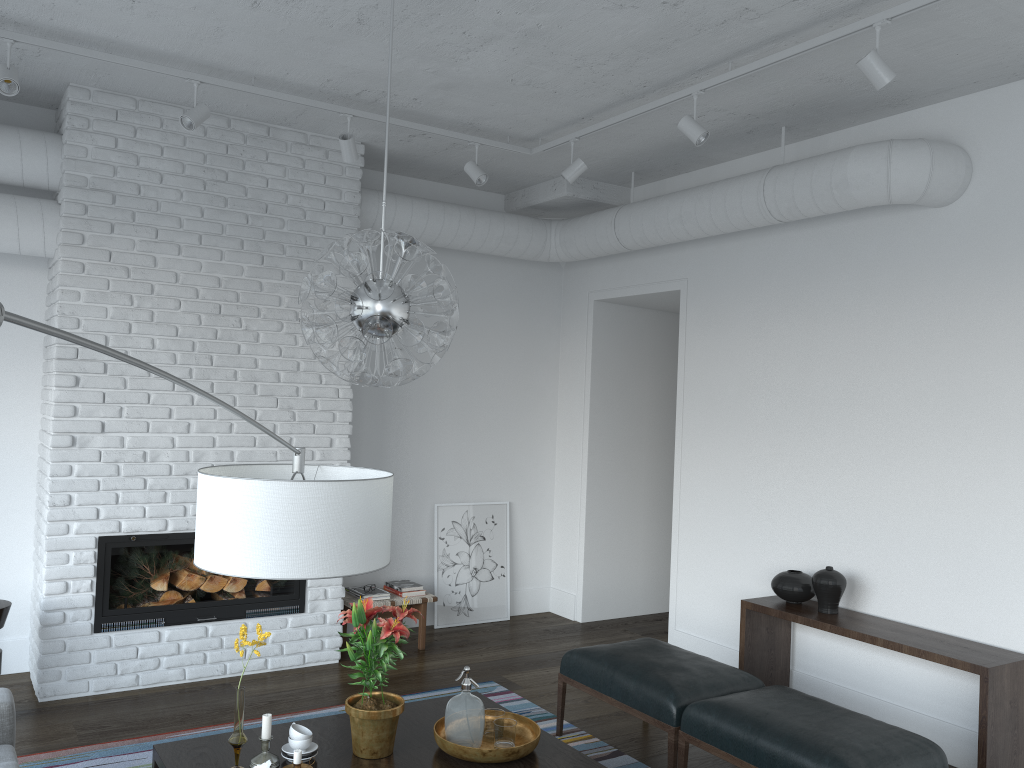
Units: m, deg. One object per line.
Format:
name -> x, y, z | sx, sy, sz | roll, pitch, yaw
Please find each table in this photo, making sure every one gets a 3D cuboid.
table -> -0.851, 1.565, 5.865 | 0.605, 0.345, 0.405 | 3, -1, -33
table -> -2.571, 1.341, 4.248 | 0.281, 0.558, 0.282 | 1, -1, 36
table -> 1.758, 1.493, 4.349 | 0.375, 0.617, 1.362 | 3, -1, -33
table -> -0.340, 1.482, 2.859 | 1.306, 0.394, 1.362 | 3, -1, -33

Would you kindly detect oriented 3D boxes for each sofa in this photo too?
sofa -> -1.574, 1.279, 1.935 | 0.991, 0.684, 2.541 | 3, -1, -33

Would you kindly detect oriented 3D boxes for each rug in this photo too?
rug -> -0.251, 1.688, 2.874 | 2.735, 0.012, 3.760 | 3, -1, -33

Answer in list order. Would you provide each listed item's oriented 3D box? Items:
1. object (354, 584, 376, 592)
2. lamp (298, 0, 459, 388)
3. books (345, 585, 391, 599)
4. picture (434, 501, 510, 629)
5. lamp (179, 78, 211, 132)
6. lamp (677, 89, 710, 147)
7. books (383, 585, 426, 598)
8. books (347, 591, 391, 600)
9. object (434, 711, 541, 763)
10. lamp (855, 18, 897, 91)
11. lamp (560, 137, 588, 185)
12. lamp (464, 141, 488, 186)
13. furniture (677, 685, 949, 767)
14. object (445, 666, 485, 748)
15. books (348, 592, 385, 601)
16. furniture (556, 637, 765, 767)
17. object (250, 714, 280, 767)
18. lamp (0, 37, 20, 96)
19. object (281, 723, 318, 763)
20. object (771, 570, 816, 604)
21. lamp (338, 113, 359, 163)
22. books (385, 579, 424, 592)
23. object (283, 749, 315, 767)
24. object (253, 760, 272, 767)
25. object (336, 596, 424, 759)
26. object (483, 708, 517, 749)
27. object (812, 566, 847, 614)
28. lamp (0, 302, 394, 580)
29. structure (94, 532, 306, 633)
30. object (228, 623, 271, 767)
object -> -0.962, 1.331, 5.802 | 0.093, 0.038, 0.134 | 2, -1, 24
lamp -> -0.442, -0.762, 3.105 | 0.552, 1.546, 0.552 | 1, -2, 45
books -> -0.945, 1.359, 5.804 | 0.202, 0.019, 0.280 | 3, -1, -35
picture -> -0.291, 1.325, 6.567 | 0.637, 0.884, 0.093 | 3, -1, -33
lamp -> -1.539, -1.363, 4.311 | 0.090, 0.285, 0.154 | 2, -1, 26
lamp -> 0.862, -1.270, 4.209 | 0.154, 0.285, 0.094 | 2, -1, 31
books -> -0.721, 1.385, 5.963 | 0.185, 0.032, 0.267 | 3, -1, -35
books -> -0.938, 1.373, 5.795 | 0.171, 0.011, 0.306 | 3, -1, -34
object -> -0.090, 1.267, 3.176 | 0.383, 0.068, 0.383 | 2, -1, 10
lamp -> 1.392, -1.266, 3.379 | 0.154, 0.285, 0.100 | 2, -1, -9
lamp -> 0.353, -1.273, 5.021 | 0.154, 0.285, 0.104 | 2, -1, 8
lamp -> -0.209, -1.292, 5.160 | 0.154, 0.285, 0.093 | 1, -1, 36
furniture -> 1.154, 1.522, 3.474 | 0.583, 0.476, 0.827 | 3, -1, -33
object -> -0.167, 1.152, 3.167 | 0.143, 0.288, 0.143 | 2, -1, 29
books -> -0.942, 1.384, 5.806 | 0.172, 0.011, 0.273 | 3, -1, -34
furniture -> 0.694, 1.518, 4.191 | 0.584, 0.478, 0.828 | 3, -1, -33
object -> -0.820, 1.182, 2.955 | 0.098, 0.174, 0.098 | 3, -2, -38
lamp -> -2.207, -1.398, 3.879 | 0.095, 0.285, 0.154 | 3, -1, -34
object -> -0.720, 1.216, 3.014 | 0.121, 0.113, 0.124 | 3, -1, -13
object -> 1.533, 1.101, 4.813 | 0.245, 0.168, 0.245 | 3, -2, -41
lamp -> -0.876, -1.328, 4.736 | 0.097, 0.285, 0.154 | 2, -1, 8
books -> -0.725, 1.357, 5.970 | 0.173, 0.025, 0.238 | 3, -1, -35
object -> -0.690, 1.223, 2.853 | 0.102, 0.098, 0.102 | 2, -1, 7
object -> -0.792, 1.233, 2.805 | 0.124, 0.078, 0.069 | 1, -2, 40
object -> -0.472, 1.006, 3.064 | 0.275, 0.558, 0.284 | 2, -1, 19
object -> -0.047, 1.255, 3.224 | 0.085, 0.089, 0.195 | 3, -1, -23
object -> 1.648, 1.068, 4.612 | 0.171, 0.236, 0.171 | 3, -1, -28
lamp -> -0.529, 0.773, 1.137 | 0.432, 1.738, 2.162 | 2, -1, 1
structure -> -1.881, 1.122, 5.278 | 1.168, 0.578, 0.675 | 3, -1, -33
object -> -0.861, 1.030, 2.904 | 0.121, 0.470, 0.120 | 3, -1, -17
